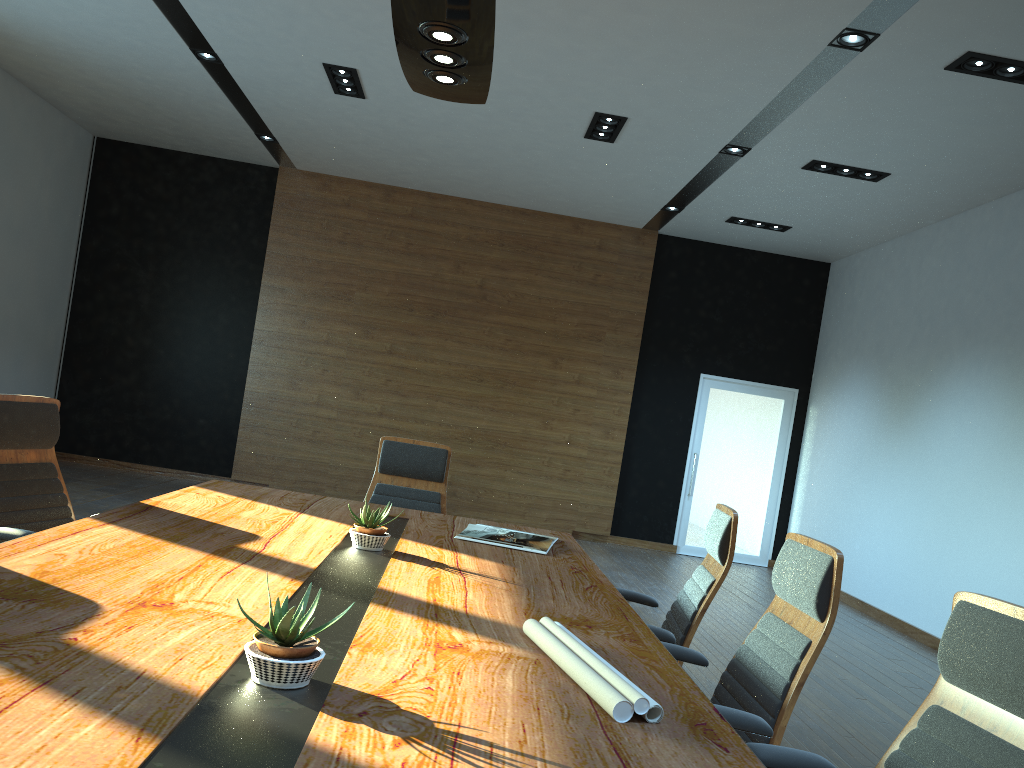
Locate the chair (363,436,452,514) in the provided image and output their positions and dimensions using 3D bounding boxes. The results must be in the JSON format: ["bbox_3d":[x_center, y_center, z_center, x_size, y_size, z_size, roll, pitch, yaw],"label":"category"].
[{"bbox_3d":[-0.604,0.854,4.541,0.706,1.128,0.696,9,0,-1],"label":"chair"}]

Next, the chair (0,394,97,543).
[{"bbox_3d":[-1.674,0.646,3.369,0.695,1.128,0.707,9,0,12],"label":"chair"}]

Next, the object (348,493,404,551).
[{"bbox_3d":[-0.502,0.493,3.157,0.178,0.188,0.152,9,0,-28],"label":"object"}]

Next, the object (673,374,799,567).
[{"bbox_3d":[2.659,1.040,10.639,1.198,2.161,0.200,9,1,-3],"label":"object"}]

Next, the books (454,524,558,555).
[{"bbox_3d":[-0.009,0.666,3.911,0.389,0.033,0.545,9,-2,9],"label":"books"}]

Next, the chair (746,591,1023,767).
[{"bbox_3d":[0.653,0.962,1.742,0.697,1.128,0.705,9,0,-11],"label":"chair"}]

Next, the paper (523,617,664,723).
[{"bbox_3d":[-0.331,0.507,1.249,0.626,0.083,2.250,8,-2,37],"label":"paper"}]

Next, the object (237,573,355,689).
[{"bbox_3d":[-0.415,0.457,1.641,0.152,0.188,0.178,9,0,37],"label":"object"}]

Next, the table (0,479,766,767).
[{"bbox_3d":[-0.496,0.939,1.657,1.785,0.797,5.541,9,-2,-3],"label":"table"}]

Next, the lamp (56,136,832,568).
[{"bbox_3d":[-0.966,-0.418,7.802,9.395,3.709,16.681,9,-2,-3],"label":"lamp"}]

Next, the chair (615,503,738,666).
[{"bbox_3d":[0.441,0.984,3.465,0.695,1.128,0.706,9,0,4],"label":"chair"}]

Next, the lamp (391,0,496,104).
[{"bbox_3d":[-0.144,-1.714,3.059,0.340,1.200,1.196,9,-1,-3],"label":"lamp"}]

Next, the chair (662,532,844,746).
[{"bbox_3d":[0.494,0.964,2.598,0.696,1.128,0.706,9,0,-3],"label":"chair"}]
